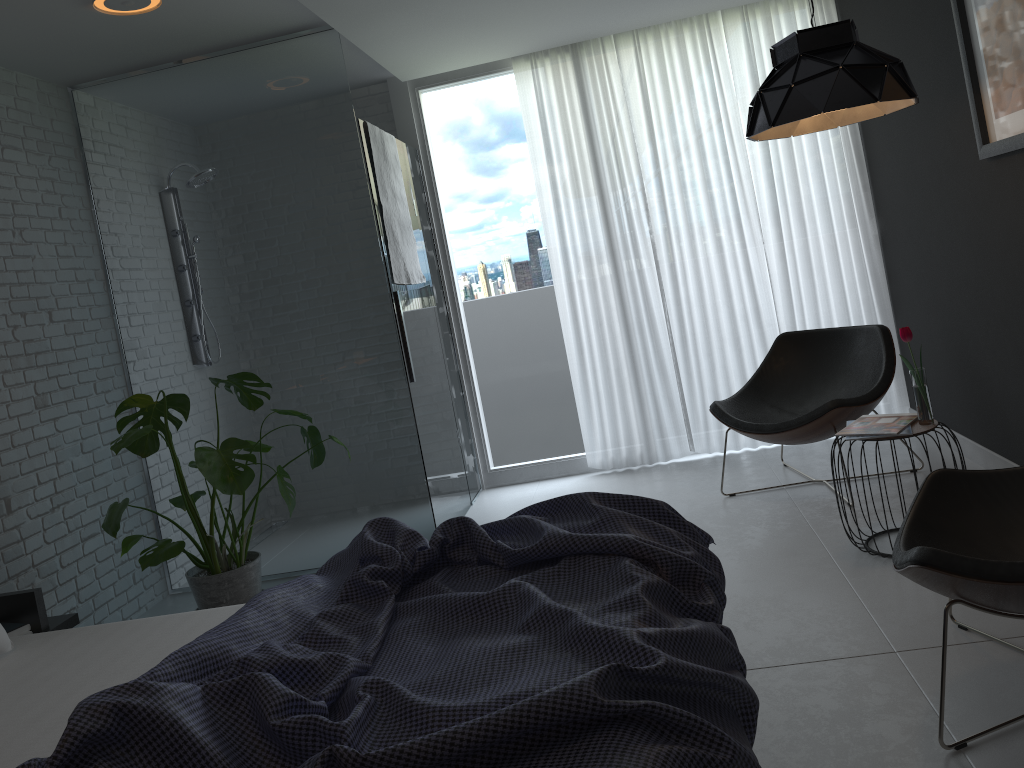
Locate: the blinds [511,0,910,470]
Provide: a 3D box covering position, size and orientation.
[{"bbox_3d":[1.105,-0.948,5.063,1.848,2.692,0.137,-10,2,8],"label":"blinds"}]

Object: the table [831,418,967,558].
[{"bbox_3d":[1.417,0.370,3.228,0.452,0.434,0.451,-12,4,-14],"label":"table"}]

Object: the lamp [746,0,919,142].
[{"bbox_3d":[1.069,-1.391,3.177,0.579,0.901,0.613,-9,3,26],"label":"lamp"}]

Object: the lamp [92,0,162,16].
[{"bbox_3d":[-3.391,-0.804,1.044,9.599,0.084,5.368,-11,7,-5],"label":"lamp"}]

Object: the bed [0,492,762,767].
[{"bbox_3d":[-0.922,0.154,1.846,2.601,2.038,2.576,-10,5,8],"label":"bed"}]

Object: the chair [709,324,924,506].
[{"bbox_3d":[1.417,0.126,4.205,0.822,0.689,0.785,-14,6,-39],"label":"chair"}]

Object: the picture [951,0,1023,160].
[{"bbox_3d":[1.579,-1.064,2.359,0.041,0.720,1.963,-10,6,9],"label":"picture"}]

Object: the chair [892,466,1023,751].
[{"bbox_3d":[1.341,0.386,2.101,0.809,0.689,0.798,-8,5,29],"label":"chair"}]

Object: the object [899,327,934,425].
[{"bbox_3d":[1.443,-0.029,3.158,0.066,0.355,0.077,-9,2,40],"label":"object"}]

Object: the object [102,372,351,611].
[{"bbox_3d":[-1.164,0.489,3.713,0.846,1.046,1.000,-9,4,27],"label":"object"}]

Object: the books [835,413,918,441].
[{"bbox_3d":[-2.367,1.143,2.344,8.266,0.371,0.405,-12,4,-13],"label":"books"}]
